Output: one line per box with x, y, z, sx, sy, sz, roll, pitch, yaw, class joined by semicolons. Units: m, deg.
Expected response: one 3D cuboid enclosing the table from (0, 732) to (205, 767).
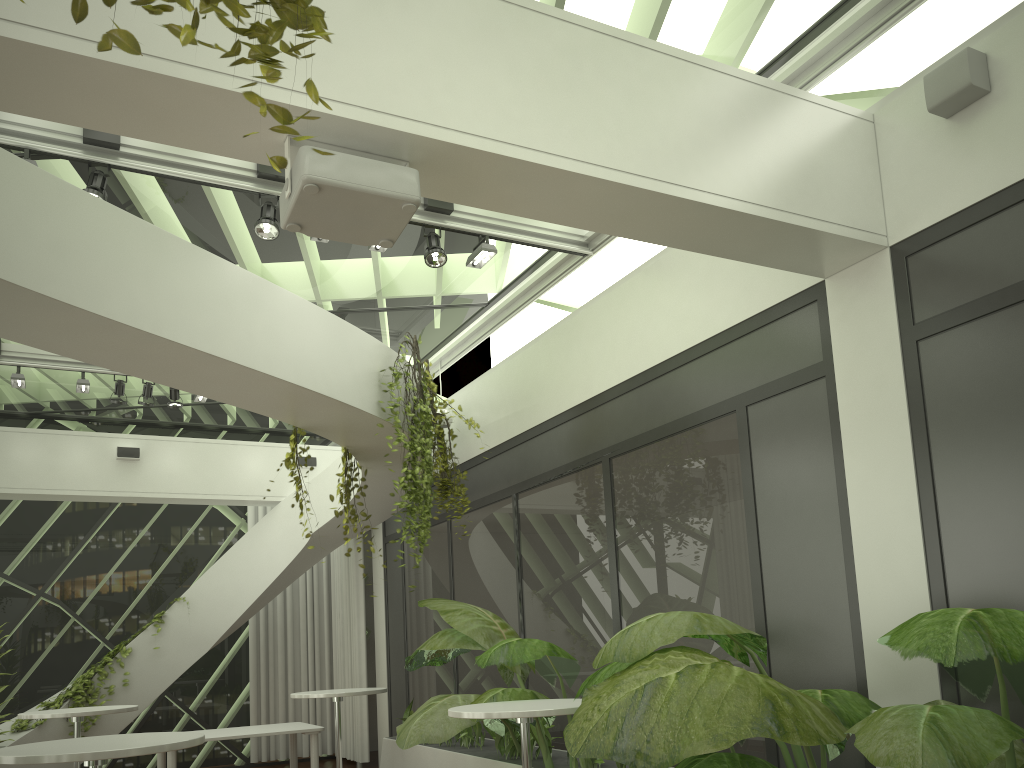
-1.761;2.090;3.733;0.857;1.069;0.880;-4;-11;7;table

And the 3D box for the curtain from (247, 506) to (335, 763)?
-2.974;3.014;11.951;1.233;3.991;0.163;2;-9;-29;curtain

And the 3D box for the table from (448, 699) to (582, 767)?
0.108;2.282;4.705;0.857;1.069;0.880;-4;-11;7;table

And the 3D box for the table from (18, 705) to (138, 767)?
-3.404;3.116;6.875;0.857;1.069;0.880;-4;-11;7;table

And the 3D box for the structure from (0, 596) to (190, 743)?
-4.805;2.660;7.802;2.034;1.625;4.920;-4;-16;3;structure

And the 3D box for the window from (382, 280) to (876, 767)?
0.123;2.049;7.561;0.050;3.158;7.385;1;-15;-27;window

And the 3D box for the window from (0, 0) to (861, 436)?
-1.303;-1.888;4.195;5.709;0.054;17.194;5;-19;-26;window

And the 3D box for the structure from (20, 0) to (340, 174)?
-0.656;-1.198;1.088;4.668;2.261;1.474;-10;-13;25;structure

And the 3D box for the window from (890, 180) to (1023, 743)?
3.574;-0.106;0.962;0.050;3.158;7.294;1;-15;-27;window

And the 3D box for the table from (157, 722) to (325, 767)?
-2.717;3.804;8.664;1.506;0.700;1.097;5;-16;-27;table

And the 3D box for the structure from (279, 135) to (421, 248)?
-0.605;-0.713;3.222;0.464;0.269;0.398;5;-16;-27;structure

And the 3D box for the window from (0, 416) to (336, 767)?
-4.977;2.720;11.199;5.758;4.531;0.039;4;-10;-28;window

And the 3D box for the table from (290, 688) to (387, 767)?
-1.535;3.308;7.847;0.857;1.069;0.880;-4;-11;7;table

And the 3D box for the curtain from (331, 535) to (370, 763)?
-2.142;2.833;11.489;0.160;3.991;1.022;1;-9;-29;curtain

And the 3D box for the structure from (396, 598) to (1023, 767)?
0.599;1.755;4.379;1.788;1.672;9.152;3;-17;-27;structure

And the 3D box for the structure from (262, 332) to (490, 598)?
-1.079;0.645;6.938;1.449;2.022;1.667;-8;-13;26;structure
